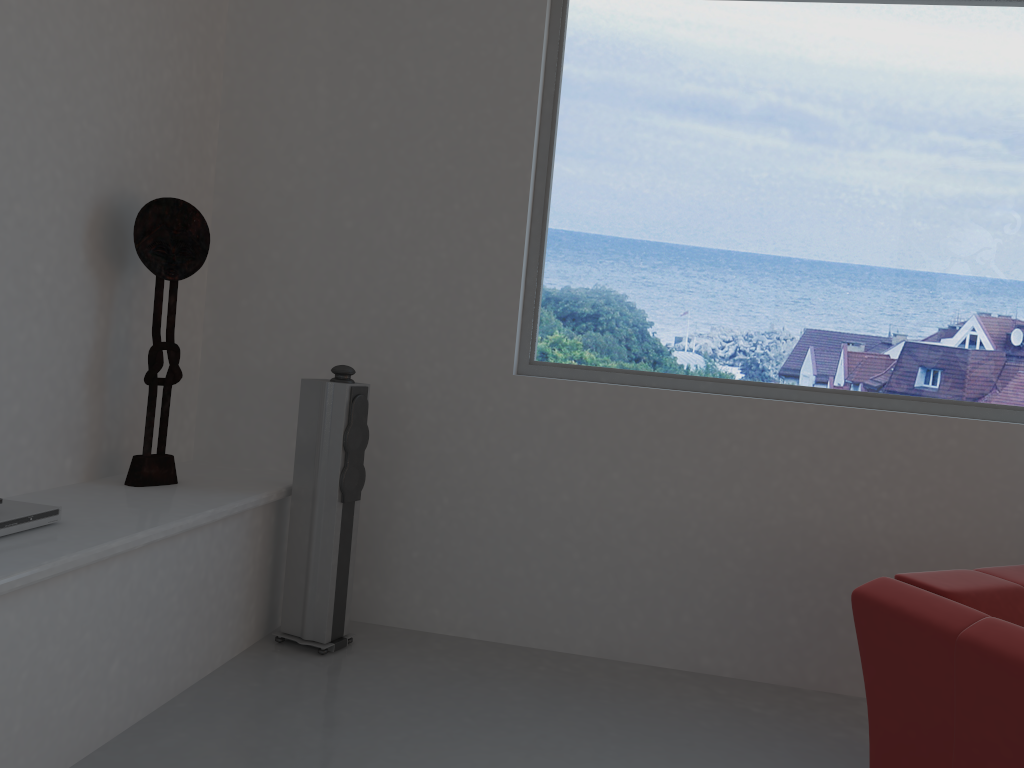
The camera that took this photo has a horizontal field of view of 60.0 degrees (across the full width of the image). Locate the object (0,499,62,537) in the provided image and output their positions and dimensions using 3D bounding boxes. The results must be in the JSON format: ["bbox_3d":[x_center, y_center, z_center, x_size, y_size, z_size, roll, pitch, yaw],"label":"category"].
[{"bbox_3d":[-1.597,0.388,2.553,0.352,0.045,0.430,6,2,10],"label":"object"}]

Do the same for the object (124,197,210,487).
[{"bbox_3d":[-1.378,-0.166,3.498,0.108,1.130,0.331,7,3,35],"label":"object"}]

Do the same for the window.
[{"bbox_3d":[1.289,-0.823,3.839,2.400,1.800,0.100,6,2,10],"label":"window"}]

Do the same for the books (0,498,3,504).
[{"bbox_3d":[-1.571,0.333,2.503,0.135,0.015,0.190,6,2,20],"label":"books"}]

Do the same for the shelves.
[{"bbox_3d":[-1.682,0.478,1.451,0.650,0.050,5.500,6,2,10],"label":"shelves"}]

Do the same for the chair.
[{"bbox_3d":[1.703,1.006,2.519,1.288,0.738,0.951,4,3,-30],"label":"chair"}]

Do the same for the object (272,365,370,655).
[{"bbox_3d":[-0.782,0.506,3.724,0.273,1.184,0.255,6,2,25],"label":"object"}]
